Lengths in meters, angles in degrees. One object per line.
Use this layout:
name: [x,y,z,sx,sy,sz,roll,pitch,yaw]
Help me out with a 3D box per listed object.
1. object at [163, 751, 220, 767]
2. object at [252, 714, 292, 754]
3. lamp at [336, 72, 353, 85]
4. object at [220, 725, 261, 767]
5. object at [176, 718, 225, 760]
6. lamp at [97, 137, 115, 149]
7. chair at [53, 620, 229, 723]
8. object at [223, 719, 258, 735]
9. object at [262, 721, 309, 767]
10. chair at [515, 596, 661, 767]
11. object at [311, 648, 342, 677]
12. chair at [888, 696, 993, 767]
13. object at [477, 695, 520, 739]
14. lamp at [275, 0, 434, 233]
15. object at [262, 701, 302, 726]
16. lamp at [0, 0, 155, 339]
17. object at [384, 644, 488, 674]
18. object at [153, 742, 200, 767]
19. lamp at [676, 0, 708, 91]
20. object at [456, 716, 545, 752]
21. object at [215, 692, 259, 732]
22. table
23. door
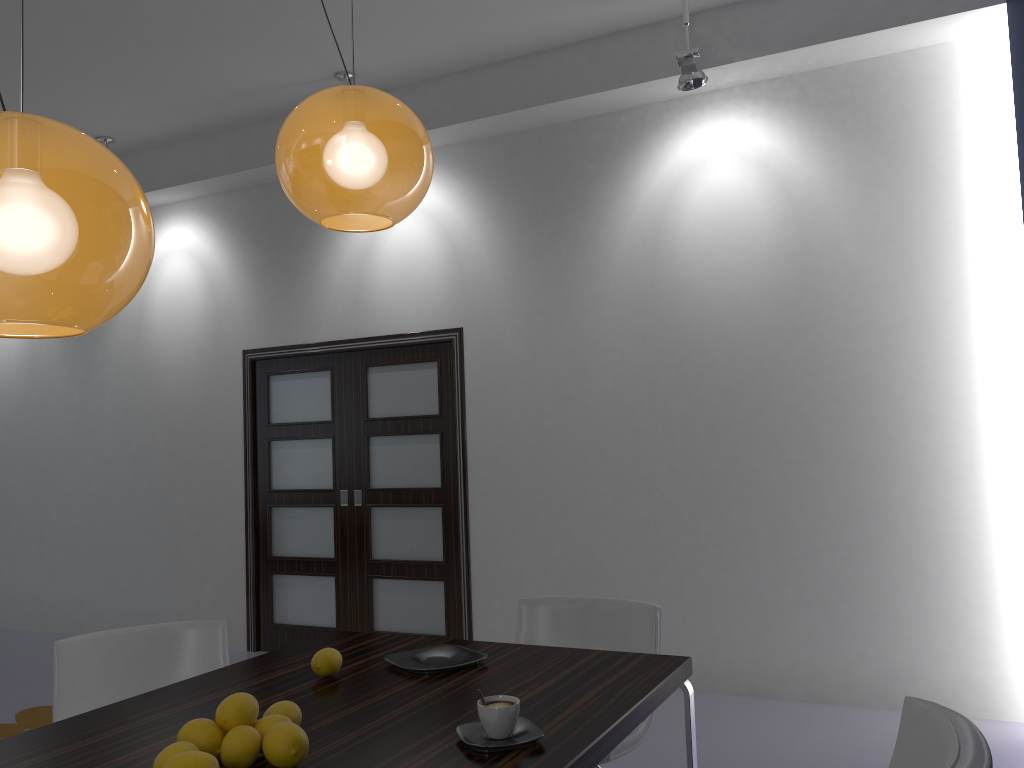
object: [-0.521,0.637,1.440,0.094,0.077,0.079,-2,-4,0]
object: [-0.447,0.652,1.651,0.083,0.068,0.070,-2,-4,-5]
lamp: [-0.944,-1.528,5.137,0.150,0.511,0.185,-4,-4,26]
object: [-0.483,0.647,1.576,0.069,0.071,0.081,-2,-4,3]
object: [-0.562,0.648,1.605,0.094,0.080,0.076,-4,-4,28]
lamp: [-2.734,-1.403,6.020,0.150,0.511,0.185,-4,-4,26]
chair: [-1.045,1.152,2.576,0.508,0.805,0.620,0,-4,-29]
object: [-0.523,0.658,1.688,0.083,0.068,0.070,-2,-4,-5]
object: [-0.402,0.641,1.575,0.079,0.077,0.094,-1,-4,-20]
chair: [0.175,1.123,2.789,0.508,0.805,0.620,-4,-4,26]
object: [-0.458,0.690,2.196,0.070,0.068,0.083,-4,-4,30]
chair: [0.550,1.030,1.617,0.620,0.805,0.508,-4,-4,21]
object: [-0.031,0.635,1.689,0.081,0.064,0.101,1,-5,-39]
lamp: [-0.384,-1.186,2.086,0.359,1.645,0.358,-5,-5,37]
object: [-0.450,0.659,1.739,0.070,0.068,0.083,-4,-4,30]
lamp: [-0.740,-1.059,1.341,0.358,1.974,0.359,-4,-5,31]
object: [-0.196,0.714,2.295,0.232,0.020,0.232,1,-5,-35]
object: [-0.569,0.647,1.509,0.070,0.068,0.083,-4,-4,30]
lamp: [0.847,-1.653,4.255,0.150,0.511,0.185,-4,-4,26]
object: [-0.023,0.665,1.679,0.154,0.020,0.154,-1,-4,-19]
object: [-0.507,0.608,1.640,0.070,0.068,0.083,-4,-4,30]
table: [-0.485,1.075,1.570,1.127,0.783,2.046,-4,-4,26]
door: [-1.006,0.741,5.812,1.764,2.061,0.220,-4,-4,26]
